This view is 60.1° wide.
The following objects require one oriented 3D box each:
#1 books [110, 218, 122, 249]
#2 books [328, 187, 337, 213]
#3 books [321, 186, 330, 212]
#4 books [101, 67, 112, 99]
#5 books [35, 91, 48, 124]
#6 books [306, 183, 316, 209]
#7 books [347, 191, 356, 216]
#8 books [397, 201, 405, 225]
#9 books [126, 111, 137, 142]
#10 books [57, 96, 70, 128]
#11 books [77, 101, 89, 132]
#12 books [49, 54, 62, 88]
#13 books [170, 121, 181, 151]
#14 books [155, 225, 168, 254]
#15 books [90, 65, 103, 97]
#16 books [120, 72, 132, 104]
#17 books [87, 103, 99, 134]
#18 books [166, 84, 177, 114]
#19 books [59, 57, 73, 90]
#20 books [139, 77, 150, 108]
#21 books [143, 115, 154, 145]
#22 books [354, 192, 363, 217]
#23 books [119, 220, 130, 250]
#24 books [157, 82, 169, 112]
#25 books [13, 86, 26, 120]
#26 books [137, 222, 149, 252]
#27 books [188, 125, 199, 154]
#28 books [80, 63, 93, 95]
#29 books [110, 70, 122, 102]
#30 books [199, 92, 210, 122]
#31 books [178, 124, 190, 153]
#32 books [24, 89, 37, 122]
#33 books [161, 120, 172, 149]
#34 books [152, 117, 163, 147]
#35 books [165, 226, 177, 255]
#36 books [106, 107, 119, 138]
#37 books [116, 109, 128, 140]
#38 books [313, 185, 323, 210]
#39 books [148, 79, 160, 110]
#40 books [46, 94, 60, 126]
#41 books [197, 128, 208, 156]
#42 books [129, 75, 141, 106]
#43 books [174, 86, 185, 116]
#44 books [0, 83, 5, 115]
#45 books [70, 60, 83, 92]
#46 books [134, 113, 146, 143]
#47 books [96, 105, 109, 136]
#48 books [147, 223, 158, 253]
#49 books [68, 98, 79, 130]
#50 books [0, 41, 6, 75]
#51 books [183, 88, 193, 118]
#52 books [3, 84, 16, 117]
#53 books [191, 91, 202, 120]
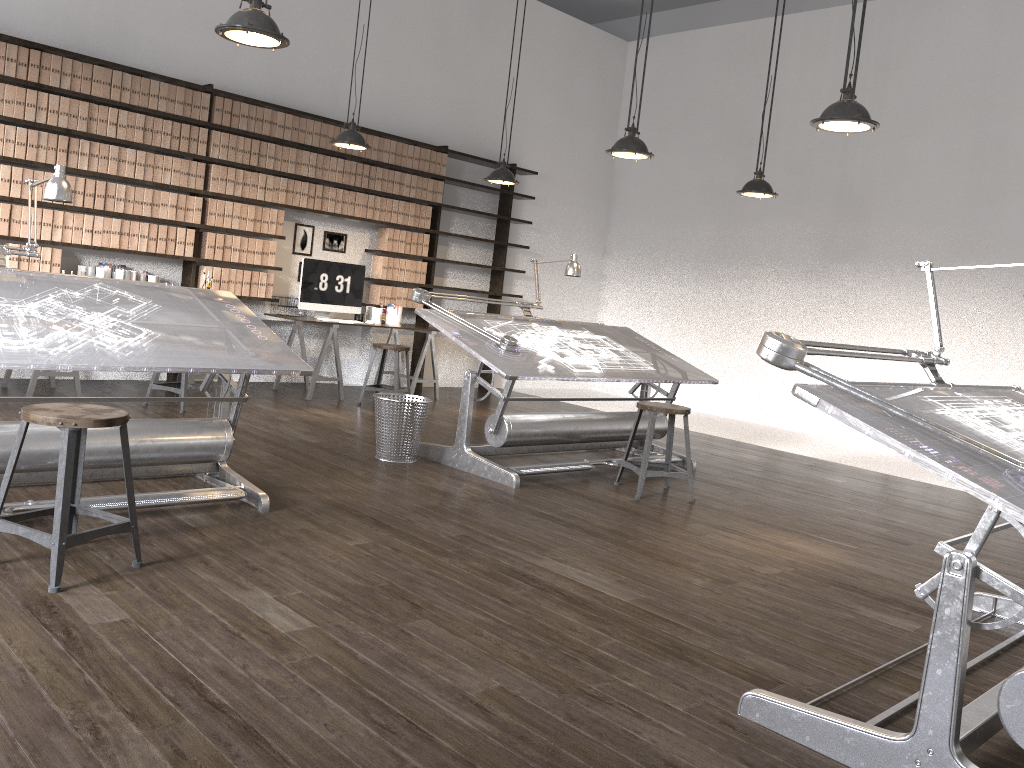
[{"bbox_3d":[-3.067,-1.155,6.790,0.067,0.225,0.175,4,5,-45],"label":"books"},{"bbox_3d":[-1.682,-1.674,8.062,0.066,0.225,0.175,4,5,-45],"label":"books"},{"bbox_3d":[-1.733,-1.676,8.021,0.066,0.225,0.175,4,5,-45],"label":"books"},{"bbox_3d":[-3.063,-2.239,6.623,0.067,0.225,0.175,4,5,-45],"label":"books"},{"bbox_3d":[-3.394,-1.970,6.347,0.066,0.225,0.175,4,5,-45],"label":"books"},{"bbox_3d":[-1.840,-1.678,7.916,0.066,0.225,0.175,4,5,-45],"label":"books"},{"bbox_3d":[-1.534,-1.673,8.214,0.066,0.225,0.175,4,5,-44],"label":"books"},{"bbox_3d":[-1.130,-1.665,8.607,0.066,0.225,0.175,4,5,-45],"label":"books"},{"bbox_3d":[-2.952,-1.963,6.783,0.066,0.225,0.175,4,5,-44],"label":"books"},{"bbox_3d":[-3.289,-1.968,6.450,0.066,0.225,0.175,4,5,-45],"label":"books"},{"bbox_3d":[-3.195,-1.966,6.538,0.067,0.225,0.175,4,5,-44],"label":"books"},{"bbox_3d":[-3.313,-2.243,6.379,0.066,0.225,0.175,4,5,-45],"label":"books"},{"bbox_3d":[-2.705,-1.959,7.026,0.066,0.225,0.175,4,5,-45],"label":"books"},{"bbox_3d":[-2.814,-1.151,7.039,0.067,0.225,0.175,4,5,-44],"label":"books"},{"bbox_3d":[-3.111,-2.241,6.582,0.066,0.225,0.175,4,5,-44],"label":"books"},{"bbox_3d":[-2.962,-2.238,6.727,0.066,0.225,0.175,4,5,-44],"label":"books"},{"bbox_3d":[-3.150,-1.967,6.592,0.066,0.225,0.175,4,5,-44],"label":"books"},{"bbox_3d":[-2.717,-2.234,6.969,0.066,0.225,0.175,4,5,-45],"label":"books"},{"bbox_3d":[-3.263,-2.243,6.432,0.066,0.225,0.175,4,5,-45],"label":"books"},{"bbox_3d":[-2.864,-2.237,6.826,0.066,0.225,0.175,4,5,-45],"label":"books"},{"bbox_3d":[-2.857,-1.961,6.877,0.066,0.225,0.175,4,5,-44],"label":"books"},{"bbox_3d":[-1.480,-1.672,8.265,0.066,0.225,0.175,4,5,-44],"label":"books"},{"bbox_3d":[-3.023,-1.155,6.842,0.066,0.225,0.175,4,5,-44],"label":"books"},{"bbox_3d":[-2.761,-2.234,6.924,0.066,0.225,0.175,4,5,-45],"label":"books"},{"bbox_3d":[-3.495,-1.971,6.243,0.067,0.225,0.175,4,5,-44],"label":"books"},{"bbox_3d":[-2.919,-1.153,6.938,0.066,0.225,0.175,4,5,-45],"label":"books"},{"bbox_3d":[-2.599,-1.957,7.131,0.066,0.225,0.175,4,5,-45],"label":"books"},{"bbox_3d":[-3.165,-2.242,6.531,0.066,0.225,0.175,4,5,-44],"label":"books"},{"bbox_3d":[-3.011,-2.238,6.674,0.066,0.225,0.175,4,5,-44],"label":"books"},{"bbox_3d":[-2.518,-2.230,7.160,0.066,0.225,0.175,4,5,-44],"label":"books"},{"bbox_3d":[-2.648,-1.957,7.075,0.067,0.225,0.175,4,5,-44],"label":"books"},{"bbox_3d":[-3.443,-1.970,6.294,0.066,0.225,0.175,4,5,-45],"label":"books"},{"bbox_3d":[-2.753,-1.959,6.973,0.066,0.225,0.175,4,5,-45],"label":"books"},{"bbox_3d":[-2.806,-1.961,6.927,0.066,0.225,0.175,4,5,-44],"label":"books"},{"bbox_3d":[-2.765,-1.151,7.095,0.066,0.225,0.175,4,5,-45],"label":"books"},{"bbox_3d":[-3.046,-1.964,6.686,0.067,0.225,0.175,4,5,-45],"label":"books"},{"bbox_3d":[-2.995,-1.963,6.737,0.066,0.225,0.175,4,5,-44],"label":"books"},{"bbox_3d":[-1.782,-1.676,7.965,0.067,0.225,0.175,4,5,-44],"label":"books"},{"bbox_3d":[-2.811,-2.235,6.872,0.067,0.225,0.175,4,5,-44],"label":"books"},{"bbox_3d":[-3.340,-1.969,6.398,0.067,0.225,0.175,4,5,-44],"label":"books"},{"bbox_3d":[-2.543,-1.956,7.182,0.066,0.225,0.175,4,5,-44],"label":"books"},{"bbox_3d":[-2.915,-2.238,6.778,0.066,0.225,0.175,4,5,-45],"label":"books"},{"bbox_3d":[-2.666,-2.232,7.013,0.067,0.225,0.175,4,5,-44],"label":"books"},{"bbox_3d":[-3.592,-1.974,6.158,0.066,0.225,0.175,4,5,-44],"label":"books"},{"bbox_3d":[-3.216,-2.243,6.483,0.066,0.225,0.175,4,5,-44],"label":"books"},{"bbox_3d":[-2.901,-1.961,6.826,0.067,0.225,0.175,4,5,-45],"label":"books"},{"bbox_3d":[-3.099,-1.965,6.639,0.066,0.225,0.175,4,5,-44],"label":"books"},{"bbox_3d":[-2.872,-1.152,6.991,0.066,0.225,0.175,4,5,-45],"label":"books"},{"bbox_3d":[-3.245,-1.968,6.495,0.066,0.225,0.175,4,5,-45],"label":"books"},{"bbox_3d":[-3.572,-2.248,6.134,0.066,0.225,0.175,4,5,-44],"label":"books"},{"bbox_3d":[-2.622,-2.233,7.064,0.066,0.225,0.175,4,5,-45],"label":"books"},{"bbox_3d":[-3.543,-1.973,6.202,0.066,0.225,0.175,4,5,-45],"label":"books"},{"bbox_3d":[-2.571,-2.232,7.114,0.066,0.225,0.175,4,5,-45],"label":"books"}]
